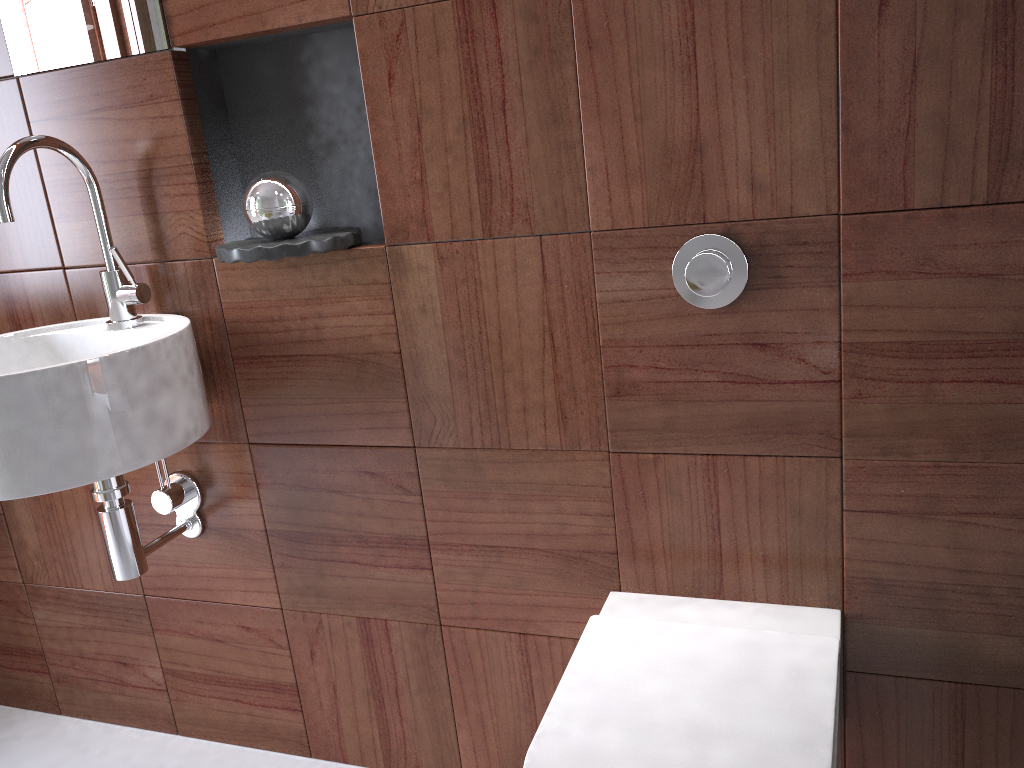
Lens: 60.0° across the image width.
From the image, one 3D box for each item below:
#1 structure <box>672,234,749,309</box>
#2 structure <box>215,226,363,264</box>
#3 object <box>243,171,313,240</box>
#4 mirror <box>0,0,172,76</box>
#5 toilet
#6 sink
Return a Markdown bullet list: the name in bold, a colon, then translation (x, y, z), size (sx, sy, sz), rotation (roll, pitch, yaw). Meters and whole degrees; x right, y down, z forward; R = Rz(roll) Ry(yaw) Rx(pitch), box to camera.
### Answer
- **structure**: translation (0.253, -0.143, 1.141), size (0.098, 0.098, 0.034), rotation (0, 17, 21)
- **structure**: translation (-0.343, -0.216, 1.372), size (0.220, 0.023, 0.222), rotation (-3, 16, 11)
- **object**: translation (-0.936, -0.266, 1.570), size (1.350, 0.104, 0.104), rotation (0, 17, 21)
- **mirror**: translation (-0.699, -0.810, 1.315), size (0.316, 0.635, 0.010), rotation (0, 17, 21)
- **toilet**: translation (0.222, 0.503, 1.075), size (0.329, 0.284, 0.547), rotation (0, 17, 21)
- **sink**: translation (-0.690, -0.004, 1.340), size (0.415, 0.715, 0.417), rotation (0, 17, 21)
